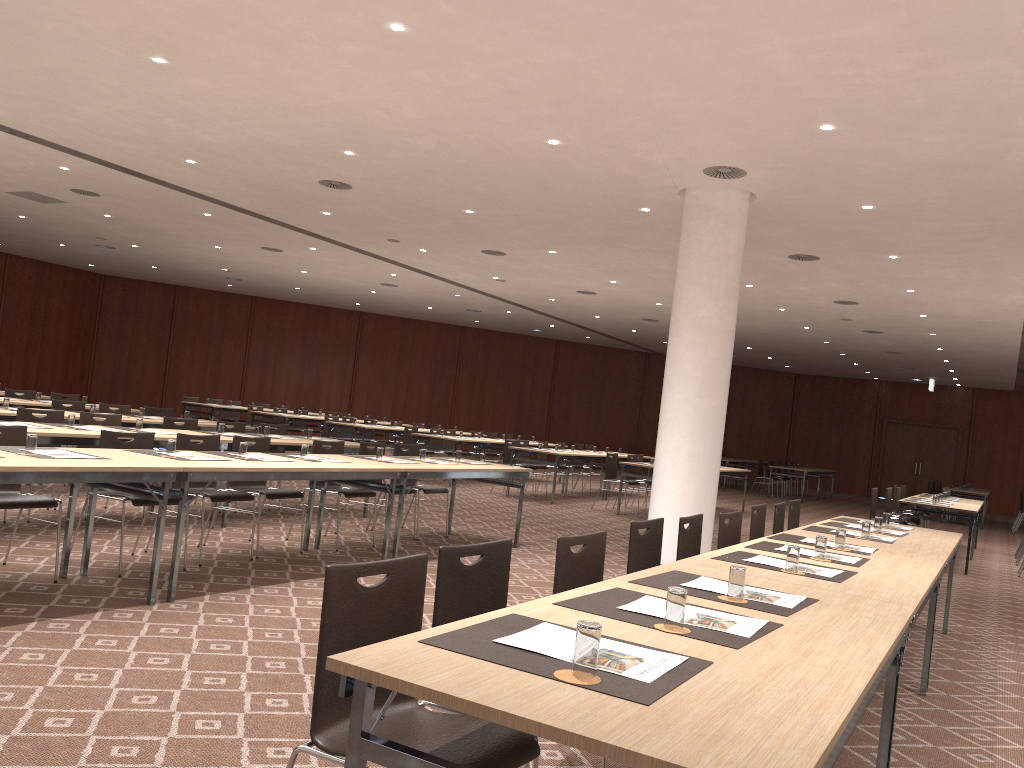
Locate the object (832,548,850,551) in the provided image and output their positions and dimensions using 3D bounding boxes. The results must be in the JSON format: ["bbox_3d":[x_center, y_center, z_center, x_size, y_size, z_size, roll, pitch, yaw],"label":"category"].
[{"bbox_3d":[1.869,0.939,5.037,0.102,0.001,0.102,7,-2,-4],"label":"object"}]

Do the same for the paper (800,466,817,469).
[{"bbox_3d":[8.827,2.473,26.181,0.565,0.003,0.460,6,-2,27],"label":"paper"}]

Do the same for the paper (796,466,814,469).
[{"bbox_3d":[8.509,2.417,25.619,0.565,0.003,0.460,6,-2,27],"label":"paper"}]

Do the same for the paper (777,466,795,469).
[{"bbox_3d":[7.100,2.165,23.050,0.565,0.003,0.460,6,-2,30],"label":"paper"}]

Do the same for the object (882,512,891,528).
[{"bbox_3d":[2.960,1.077,7.016,0.054,0.114,0.054,7,-1,-4],"label":"object"}]

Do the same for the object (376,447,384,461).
[{"bbox_3d":[-1.172,0.620,7.855,0.054,0.114,0.054,7,-1,-4],"label":"object"}]

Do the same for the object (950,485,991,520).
[{"bbox_3d":[12.122,3.192,23.555,0.953,0.833,2.269,6,-2,29],"label":"object"}]

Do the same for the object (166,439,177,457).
[{"bbox_3d":[-2.260,0.425,5.882,0.054,0.114,0.054,7,-1,-4],"label":"object"}]

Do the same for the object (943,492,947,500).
[{"bbox_3d":[6.817,1.765,13.978,0.054,0.114,0.054,7,-2,-27],"label":"object"}]

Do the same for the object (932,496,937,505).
[{"bbox_3d":[5.714,1.568,11.985,0.054,0.114,0.054,7,-1,-4],"label":"object"}]

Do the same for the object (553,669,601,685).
[{"bbox_3d":[0.140,0.631,1.908,0.102,0.001,0.102,7,-2,-4],"label":"object"}]

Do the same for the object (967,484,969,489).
[{"bbox_3d":[11.759,2.646,22.877,0.054,0.114,0.054,7,-1,-4],"label":"object"}]

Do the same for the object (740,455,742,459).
[{"bbox_3d":[6.817,2.185,26.393,0.054,0.114,0.054,7,-2,-27],"label":"object"}]

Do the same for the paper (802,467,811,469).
[{"bbox_3d":[8.301,2.369,25.049,0.398,0.006,0.284,6,-2,28],"label":"paper"}]

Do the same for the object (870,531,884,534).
[{"bbox_3d":[2.650,1.079,6.447,0.102,0.001,0.102,7,-2,-4],"label":"object"}]

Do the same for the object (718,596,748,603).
[{"bbox_3d":[0.761,0.742,3.057,0.102,0.001,0.102,7,-2,-4],"label":"object"}]

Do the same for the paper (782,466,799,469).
[{"bbox_3d":[7.454,2.226,23.624,0.565,0.003,0.460,6,-2,30],"label":"paper"}]

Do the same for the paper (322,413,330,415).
[{"bbox_3d":[-4.683,0.747,22.151,0.398,0.006,0.284,6,-2,31],"label":"paper"}]

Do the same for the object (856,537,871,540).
[{"bbox_3d":[2.323,1.021,5.872,0.102,0.001,0.102,7,-2,-4],"label":"object"}]

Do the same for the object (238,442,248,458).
[{"bbox_3d":[-1.954,0.480,6.442,0.054,0.114,0.054,7,-1,-4],"label":"object"}]

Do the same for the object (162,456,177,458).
[{"bbox_3d":[-2.275,0.481,5.873,0.102,0.001,0.102,7,-2,-4],"label":"object"}]

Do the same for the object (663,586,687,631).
[{"bbox_3d":[0.459,0.630,2.488,0.054,0.114,0.054,7,-2,-27],"label":"object"}]

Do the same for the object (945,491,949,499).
[{"bbox_3d":[7.126,1.820,14.544,0.054,0.114,0.054,7,-2,-27],"label":"object"}]

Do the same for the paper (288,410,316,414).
[{"bbox_3d":[-5.072,0.686,21.568,0.565,0.003,0.460,6,-2,30],"label":"paper"}]

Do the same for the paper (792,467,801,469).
[{"bbox_3d":[7.532,2.231,23.619,0.398,0.006,0.284,6,-2,29],"label":"paper"}]

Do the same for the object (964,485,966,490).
[{"bbox_3d":[10.960,2.505,21.473,0.054,0.114,0.054,7,-2,-27],"label":"object"}]

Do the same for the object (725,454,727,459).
[{"bbox_3d":[6.030,2.045,24.988,0.054,0.114,0.054,7,-1,-4],"label":"object"}]

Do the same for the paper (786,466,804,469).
[{"bbox_3d":[7.759,2.281,24.203,0.565,0.003,0.460,6,-2,30],"label":"paper"}]

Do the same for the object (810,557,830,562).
[{"bbox_3d":[1.550,0.882,4.460,0.102,0.001,0.102,7,-2,-4],"label":"object"}]

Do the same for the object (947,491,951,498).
[{"bbox_3d":[7.433,1.875,15.099,0.054,0.114,0.054,7,-2,-27],"label":"object"}]

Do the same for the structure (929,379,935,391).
[{"bbox_3d":[13.234,0.034,27.962,0.105,0.346,0.587,6,-2,29],"label":"structure"}]

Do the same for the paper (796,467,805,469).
[{"bbox_3d":[7.859,2.289,24.209,0.398,0.006,0.284,6,-2,31],"label":"paper"}]

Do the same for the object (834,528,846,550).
[{"bbox_3d":[1.869,0.882,5.047,0.054,0.114,0.054,7,-1,-4],"label":"object"}]

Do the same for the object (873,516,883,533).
[{"bbox_3d":[2.660,1.022,6.442,0.054,0.114,0.054,7,-2,-27],"label":"object"}]

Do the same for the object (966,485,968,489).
[{"bbox_3d":[11.287,2.562,22.027,0.054,0.114,0.054,7,-2,-27],"label":"object"}]

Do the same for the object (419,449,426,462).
[{"bbox_3d":[-0.846,0.677,8.425,0.054,0.114,0.054,7,-1,-4],"label":"object"}]

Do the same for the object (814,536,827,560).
[{"bbox_3d":[1.559,0.826,4.481,0.054,0.114,0.054,7,-1,-4],"label":"object"}]

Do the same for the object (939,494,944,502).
[{"bbox_3d":[6.347,1.681,13.116,0.054,0.114,0.054,7,-1,-4],"label":"object"}]

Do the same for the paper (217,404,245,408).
[{"bbox_3d":[-6.197,0.487,19.599,0.565,0.003,0.460,5,-2,33],"label":"paper"}]

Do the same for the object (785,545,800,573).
[{"bbox_3d":[1.236,0.769,3.905,0.054,0.114,0.054,7,-1,-4],"label":"object"}]

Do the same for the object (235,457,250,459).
[{"bbox_3d":[-1.961,0.537,6.449,0.102,0.001,0.102,7,-2,-4],"label":"object"}]

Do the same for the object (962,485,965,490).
[{"bbox_3d":[10.650,2.449,20.910,0.054,0.114,0.054,7,-2,-27],"label":"object"}]

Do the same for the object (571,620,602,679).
[{"bbox_3d":[0.162,0.576,1.927,0.054,0.114,0.054,7,-1,-4],"label":"object"}]

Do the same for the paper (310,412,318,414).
[{"bbox_3d":[-4.760,0.741,22.121,0.565,0.003,0.460,6,-2,30],"label":"paper"}]

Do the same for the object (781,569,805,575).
[{"bbox_3d":[1.234,0.826,3.896,0.102,0.001,0.102,7,-2,-4],"label":"object"}]

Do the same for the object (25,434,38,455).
[{"bbox_3d":[-2.729,0.342,5.034,0.054,0.114,0.054,7,-2,-27],"label":"object"}]

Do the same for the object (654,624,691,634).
[{"bbox_3d":[0.450,0.686,2.487,0.102,0.001,0.102,7,-2,-4],"label":"object"}]

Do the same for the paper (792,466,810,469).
[{"bbox_3d":[8.209,2.363,25.055,0.565,0.003,0.460,6,-2,28],"label":"paper"}]

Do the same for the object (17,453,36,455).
[{"bbox_3d":[-2.745,0.397,5.016,0.102,0.001,0.102,7,-2,-4],"label":"object"}]

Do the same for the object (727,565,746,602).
[{"bbox_3d":[0.773,0.686,3.052,0.054,0.114,0.054,7,-2,-27],"label":"object"}]

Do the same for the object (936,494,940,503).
[{"bbox_3d":[6.032,1.625,12.561,0.054,0.114,0.054,7,-1,-4],"label":"object"}]

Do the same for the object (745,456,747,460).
[{"bbox_3d":[7.130,2.241,26.970,0.054,0.114,0.054,7,-2,-27],"label":"object"}]

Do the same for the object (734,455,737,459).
[{"bbox_3d":[6.512,2.130,25.830,0.054,0.114,0.054,7,-2,-27],"label":"object"}]

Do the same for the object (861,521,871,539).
[{"bbox_3d":[2.345,0.966,5.872,0.054,0.114,0.054,7,-1,-4],"label":"object"}]

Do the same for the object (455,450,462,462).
[{"bbox_3d":[-0.545,0.732,9.000,0.054,0.114,0.054,7,-1,-4],"label":"object"}]
